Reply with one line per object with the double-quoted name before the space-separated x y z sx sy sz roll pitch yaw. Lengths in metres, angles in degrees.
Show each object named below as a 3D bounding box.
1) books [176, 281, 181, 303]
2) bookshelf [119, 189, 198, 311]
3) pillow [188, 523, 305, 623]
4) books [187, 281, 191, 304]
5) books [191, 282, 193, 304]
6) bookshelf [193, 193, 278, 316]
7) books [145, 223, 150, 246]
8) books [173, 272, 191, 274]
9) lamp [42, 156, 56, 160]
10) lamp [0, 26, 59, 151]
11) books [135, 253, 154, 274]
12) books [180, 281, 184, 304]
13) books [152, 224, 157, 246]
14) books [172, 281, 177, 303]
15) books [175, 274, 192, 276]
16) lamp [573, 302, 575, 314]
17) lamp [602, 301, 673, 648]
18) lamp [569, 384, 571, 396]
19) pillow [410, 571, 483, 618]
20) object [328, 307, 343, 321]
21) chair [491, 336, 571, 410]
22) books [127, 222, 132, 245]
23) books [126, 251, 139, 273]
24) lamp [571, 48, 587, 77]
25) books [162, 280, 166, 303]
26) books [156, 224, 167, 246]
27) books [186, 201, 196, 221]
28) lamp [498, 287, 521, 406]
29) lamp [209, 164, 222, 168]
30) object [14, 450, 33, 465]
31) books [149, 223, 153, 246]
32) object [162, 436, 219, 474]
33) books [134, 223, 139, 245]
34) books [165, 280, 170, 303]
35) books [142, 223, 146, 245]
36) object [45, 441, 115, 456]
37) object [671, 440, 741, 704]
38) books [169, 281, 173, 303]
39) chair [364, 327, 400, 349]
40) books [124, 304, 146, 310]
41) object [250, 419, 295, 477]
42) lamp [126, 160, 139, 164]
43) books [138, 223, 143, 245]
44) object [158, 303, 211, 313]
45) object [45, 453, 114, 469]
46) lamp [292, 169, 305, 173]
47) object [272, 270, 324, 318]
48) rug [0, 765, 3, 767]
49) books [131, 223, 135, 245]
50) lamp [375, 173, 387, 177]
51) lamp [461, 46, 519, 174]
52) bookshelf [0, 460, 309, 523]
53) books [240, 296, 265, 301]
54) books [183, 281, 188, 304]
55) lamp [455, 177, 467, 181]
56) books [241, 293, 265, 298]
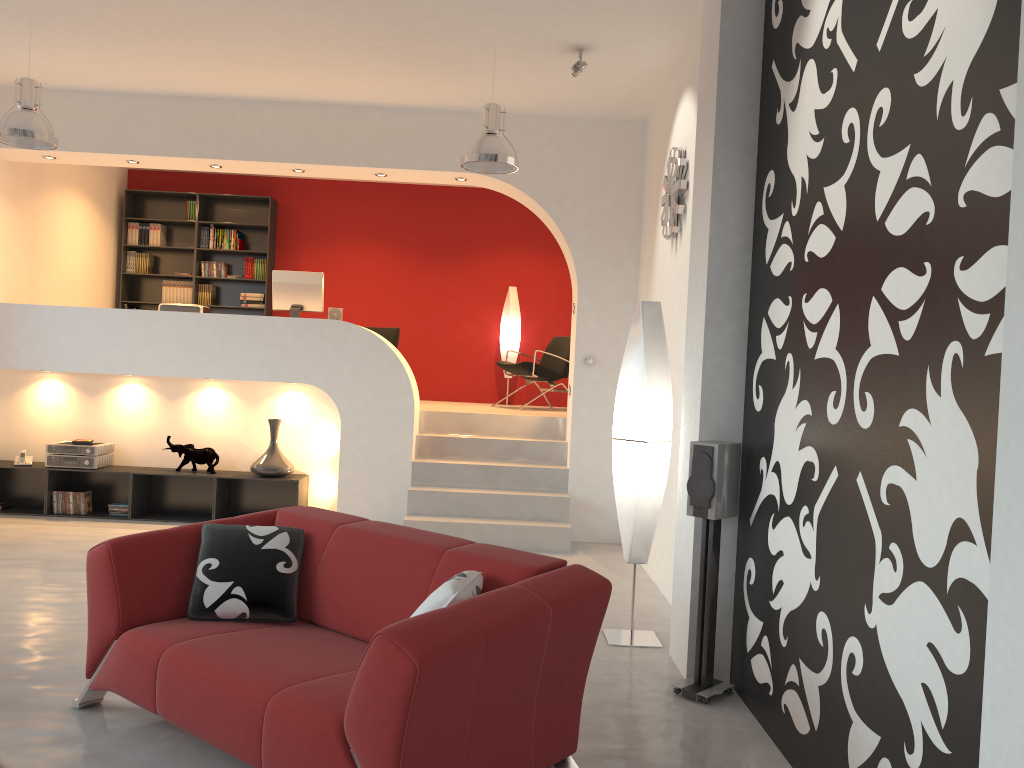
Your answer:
"books" -3.777 -1.036 10.129 0.040 0.260 0.200 3 1 -1
"bookshelf" -3.984 -1.059 10.092 0.816 2.213 0.305 3 1 -1
"pillow" -1.027 0.734 3.459 0.402 0.343 0.288 3 1 -8
"books" -3.655 -1.030 10.131 0.040 0.260 0.200 3 1 -1
"books" -3.615 -1.028 10.132 0.040 0.260 0.200 3 1 -1
"bookshelf" -3.169 -1.019 10.107 0.816 2.213 0.305 3 1 -1
"books" -4.121 -1.686 10.114 0.040 0.260 0.200 3 1 -1
"books" -3.755 -1.259 10.146 0.190 0.015 0.135 3 1 -1
"lamp" -3.908 -1.911 7.490 0.105 0.011 0.105 3 1 3
"lamp" -3.133 -1.961 5.745 0.379 0.800 0.379 2 1 -30
"books" -4.197 -1.363 10.129 0.146 0.240 0.170 3 1 -1
"books" -3.737 -1.034 10.129 0.040 0.260 0.200 3 1 -1
"books" -4.039 -1.682 10.116 0.040 0.260 0.200 3 1 -1
"books" -3.818 -1.038 10.128 0.040 0.260 0.200 3 1 -1
"books" -3.737 -1.243 10.147 0.190 0.015 0.135 3 1 -1
"lamp" 0.529 -0.648 7.580 0.011 0.105 0.105 3 1 -1
"lamp" 0.676 0.458 4.676 0.313 1.779 0.313 3 1 7
"lamp" 0.495 0.051 7.589 0.011 0.105 0.105 3 1 -1
"pillow" -0.257 0.779 2.827 0.288 0.343 0.402 3 1 6
"object" -1.594 -0.612 8.001 0.133 0.147 0.151 3 1 -18
"chair" 0.273 -0.131 9.350 0.768 0.795 0.664 2 1 -26
"books" -4.323 -1.696 10.111 0.040 0.260 0.200 3 1 -1
"books" -4.317 -1.377 10.127 0.090 0.256 0.181 3 1 -1
"lamp" 0.442 -2.094 5.791 0.112 0.176 0.118 3 1 41
"books" -3.939 -1.044 10.126 0.040 0.260 0.200 3 1 -1
"books" -3.999 -1.680 10.116 0.040 0.260 0.200 3 1 -1
"books" -3.621 -1.953 10.130 0.146 0.240 0.170 3 1 -1
"lamp" -0.025 -0.432 10.124 0.237 1.349 0.237 3 1 7
"lamp" -2.510 -1.843 7.514 0.105 0.011 0.105 3 1 -12
"object" -4.087 0.614 7.427 0.130 0.117 0.146 2 1 -26
"books" -4.080 -1.684 10.115 0.040 0.260 0.200 3 1 -1
"object" -2.726 0.599 7.555 0.507 0.296 0.191 3 1 15
"books" -4.242 -1.692 10.112 0.040 0.260 0.200 3 1 -1
"books" -3.898 -1.042 10.127 0.040 0.260 0.200 3 1 -1
"books" -4.161 -1.688 10.114 0.040 0.260 0.200 3 1 -1
"object" -3.660 0.544 7.520 0.430 0.077 0.349 3 1 -1
"object" 0.868 0.811 3.901 0.214 1.112 0.229 4 1 44
"books" -3.858 -1.040 10.127 0.040 0.260 0.200 3 1 -1
"chair" -1.613 -0.223 9.259 0.664 0.795 0.768 3 1 19
"books" -4.222 -0.754 10.114 0.341 0.286 0.231 3 1 -1
"object" -2.027 0.540 7.542 0.369 0.481 0.369 2 1 -36
"lamp" -3.209 -1.877 7.502 0.105 0.011 0.105 3 1 -12
"books" -4.202 -1.690 10.113 0.040 0.260 0.200 3 1 -1
"object" -2.922 -0.604 8.010 0.397 0.217 0.458 3 1 -1
"object" -3.664 0.642 7.513 0.430 0.100 0.365 3 1 -1
"lamp" -1.811 -1.809 7.526 0.105 0.011 0.105 3 1 -12
"object" -1.915 -0.780 7.944 0.458 0.452 0.230 3 1 -1
"rug" -1.808 1.258 1.847 1.700 0.025 1.700 4 1 44
"books" -4.282 -1.694 10.112 0.040 0.260 0.200 3 1 -1
"lamp" -1.112 -1.774 7.538 0.105 0.011 0.105 3 1 -12
"lamp" -0.128 -1.814 5.797 0.379 0.800 0.379 2 1 -30
"bookshelf" -3.157 0.925 7.528 2.764 0.397 0.405 3 1 -1
"books" -2.947 -0.965 10.127 0.260 0.040 0.200 3 1 -1
"books" -3.696 -1.032 10.130 0.040 0.260 0.200 3 1 -1
"lamp" -0.432 -1.741 7.550 0.105 0.011 0.105 3 1 -12
"books" -2.935 -1.005 10.118 0.260 0.040 0.200 3 1 -1
